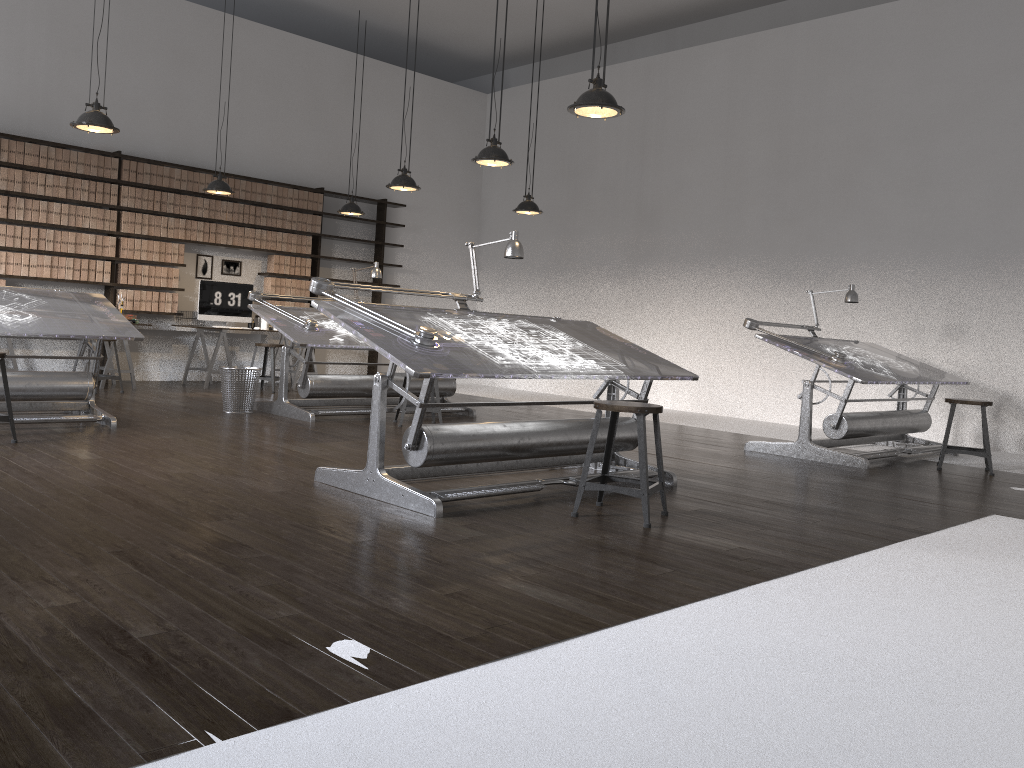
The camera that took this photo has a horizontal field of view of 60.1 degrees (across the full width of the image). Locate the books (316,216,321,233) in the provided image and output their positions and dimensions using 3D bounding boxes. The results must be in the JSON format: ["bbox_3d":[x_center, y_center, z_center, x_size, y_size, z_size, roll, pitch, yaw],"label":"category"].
[{"bbox_3d":[-2.475,-1.996,11.132,0.066,0.225,0.175,3,2,-44],"label":"books"}]

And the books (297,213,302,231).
[{"bbox_3d":[-2.670,-1.997,10.946,0.066,0.225,0.175,3,2,-44],"label":"books"}]

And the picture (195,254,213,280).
[{"bbox_3d":[-3.591,-1.365,10.331,0.201,0.284,0.022,2,1,-45],"label":"picture"}]

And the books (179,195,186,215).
[{"bbox_3d":[-3.724,-2.000,9.930,0.066,0.225,0.175,3,2,-44],"label":"books"}]

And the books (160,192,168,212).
[{"bbox_3d":[-3.877,-2.001,9.782,0.066,0.225,0.175,3,2,-44],"label":"books"}]

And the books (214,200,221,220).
[{"bbox_3d":[-3.430,-2.000,10.215,0.066,0.225,0.175,3,2,-44],"label":"books"}]

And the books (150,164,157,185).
[{"bbox_3d":[-3.956,-2.278,9.688,0.066,0.225,0.175,3,2,-44],"label":"books"}]

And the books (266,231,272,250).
[{"bbox_3d":[-2.974,-1.730,10.673,0.066,0.225,0.175,3,2,-44],"label":"books"}]

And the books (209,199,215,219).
[{"bbox_3d":[-3.479,-2.000,10.165,0.066,0.225,0.175,3,2,-44],"label":"books"}]

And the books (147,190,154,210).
[{"bbox_3d":[-3.984,-2.001,9.679,0.066,0.225,0.175,3,2,-44],"label":"books"}]

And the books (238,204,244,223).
[{"bbox_3d":[-3.228,-1.999,10.406,0.066,0.225,0.175,3,2,-44],"label":"books"}]

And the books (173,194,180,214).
[{"bbox_3d":[-3.775,-2.001,9.881,0.066,0.225,0.175,3,2,-44],"label":"books"}]

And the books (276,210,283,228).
[{"bbox_3d":[-2.863,-1.997,10.753,0.067,0.226,0.175,3,2,-44],"label":"books"}]

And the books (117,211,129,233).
[{"bbox_3d":[-4.180,-1.733,9.505,0.066,0.225,0.175,3,2,-44],"label":"books"}]

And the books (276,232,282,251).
[{"bbox_3d":[-2.870,-1.729,10.766,0.067,0.226,0.175,3,2,-44],"label":"books"}]

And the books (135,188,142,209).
[{"bbox_3d":[-4.072,-2.001,9.585,0.067,0.226,0.175,3,2,-44],"label":"books"}]

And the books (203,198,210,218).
[{"bbox_3d":[-3.527,-1.999,10.114,0.067,0.226,0.175,3,2,-44],"label":"books"}]

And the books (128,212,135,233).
[{"bbox_3d":[-4.131,-1.733,9.545,0.067,0.226,0.175,3,2,-44],"label":"books"}]

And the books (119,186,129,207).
[{"bbox_3d":[-4.179,-2.001,9.487,0.066,0.225,0.175,3,2,-44],"label":"books"}]

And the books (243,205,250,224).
[{"bbox_3d":[-3.176,-1.999,10.460,0.066,0.225,0.175,3,2,-44],"label":"books"}]

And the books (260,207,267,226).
[{"bbox_3d":[-3.014,-1.998,10.610,0.066,0.225,0.175,3,2,-44],"label":"books"}]

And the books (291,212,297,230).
[{"bbox_3d":[-2.718,-1.997,10.895,0.067,0.226,0.175,3,2,-44],"label":"books"}]

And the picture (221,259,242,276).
[{"bbox_3d":[-3.348,-1.384,10.562,0.251,0.183,0.023,1,2,-44],"label":"picture"}]

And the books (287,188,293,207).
[{"bbox_3d":[-2.757,-2.274,10.842,0.066,0.225,0.175,3,2,-44],"label":"books"}]

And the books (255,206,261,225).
[{"bbox_3d":[-3.068,-1.999,10.564,0.066,0.225,0.175,3,2,-44],"label":"books"}]

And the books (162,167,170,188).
[{"bbox_3d":[-3.852,-2.277,9.779,0.067,0.226,0.175,3,2,-44],"label":"books"}]

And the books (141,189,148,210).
[{"bbox_3d":[-4.030,-2.001,9.632,0.066,0.225,0.175,3,2,-44],"label":"books"}]

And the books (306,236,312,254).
[{"bbox_3d":[-2.574,-1.728,11.052,0.066,0.225,0.175,3,2,-44],"label":"books"}]

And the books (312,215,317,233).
[{"bbox_3d":[-2.522,-1.997,11.089,0.066,0.225,0.175,3,2,-44],"label":"books"}]

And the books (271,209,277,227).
[{"bbox_3d":[-2.915,-1.998,10.711,0.066,0.225,0.175,3,2,-44],"label":"books"}]

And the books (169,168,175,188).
[{"bbox_3d":[-3.807,-2.277,9.829,0.066,0.225,0.175,3,2,-44],"label":"books"}]

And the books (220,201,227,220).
[{"bbox_3d":[-3.377,-1.999,10.261,0.066,0.225,0.175,3,2,-44],"label":"books"}]

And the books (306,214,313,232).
[{"bbox_3d":[-2.566,-1.996,11.040,0.067,0.226,0.175,3,2,-44],"label":"books"}]

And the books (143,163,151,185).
[{"bbox_3d":[-4.004,-2.277,9.635,0.066,0.225,0.175,3,2,-44],"label":"books"}]

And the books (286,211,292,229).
[{"bbox_3d":[-2.771,-1.997,10.846,0.066,0.225,0.175,3,2,-44],"label":"books"}]

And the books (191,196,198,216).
[{"bbox_3d":[-3.627,-2.000,10.022,0.066,0.225,0.175,3,2,-44],"label":"books"}]

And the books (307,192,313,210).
[{"bbox_3d":[-2.555,-2.274,11.039,0.066,0.225,0.175,3,2,-44],"label":"books"}]

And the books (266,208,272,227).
[{"bbox_3d":[-2.966,-1.998,10.662,0.066,0.225,0.175,3,2,-44],"label":"books"}]

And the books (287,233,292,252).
[{"bbox_3d":[-2.775,-1.729,10.862,0.066,0.225,0.175,3,2,-44],"label":"books"}]

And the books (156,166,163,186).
[{"bbox_3d":[-3.905,-2.278,9.737,0.066,0.225,0.175,3,2,-44],"label":"books"}]

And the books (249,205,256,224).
[{"bbox_3d":[-3.118,-1.998,10.508,0.067,0.226,0.175,3,2,-44],"label":"books"}]

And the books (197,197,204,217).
[{"bbox_3d":[-3.580,-2.000,10.065,0.066,0.225,0.175,3,2,-44],"label":"books"}]

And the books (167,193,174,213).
[{"bbox_3d":[-3.823,-2.000,9.828,0.066,0.225,0.175,3,2,-44],"label":"books"}]

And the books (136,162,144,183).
[{"bbox_3d":[-4.058,-2.278,9.589,0.066,0.225,0.175,3,2,-44],"label":"books"}]

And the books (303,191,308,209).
[{"bbox_3d":[-2.608,-2.274,10.987,0.066,0.225,0.175,3,2,-44],"label":"books"}]

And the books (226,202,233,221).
[{"bbox_3d":[-3.323,-1.999,10.308,0.066,0.225,0.175,3,2,-44],"label":"books"}]

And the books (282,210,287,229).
[{"bbox_3d":[-2.818,-1.998,10.803,0.066,0.225,0.175,3,2,-44],"label":"books"}]

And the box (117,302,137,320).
[{"bbox_3d":[-4.069,-0.752,9.297,0.211,0.207,0.138,2,2,-44],"label":"box"}]

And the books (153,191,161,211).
[{"bbox_3d":[-3.927,-2.001,9.726,0.067,0.226,0.175,3,2,-44],"label":"books"}]

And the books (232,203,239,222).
[{"bbox_3d":[-3.271,-1.998,10.359,0.067,0.226,0.175,3,2,-44],"label":"books"}]

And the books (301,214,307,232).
[{"bbox_3d":[-2.621,-1.997,10.996,0.066,0.225,0.175,3,2,-44],"label":"books"}]

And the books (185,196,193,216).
[{"bbox_3d":[-3.671,-2.000,9.972,0.067,0.226,0.175,3,2,-44],"label":"books"}]

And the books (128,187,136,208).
[{"bbox_3d":[-4.124,-2.001,9.534,0.066,0.225,0.175,3,2,-44],"label":"books"}]

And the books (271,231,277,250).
[{"bbox_3d":[-2.923,-1.730,10.720,0.066,0.225,0.175,3,2,-44],"label":"books"}]

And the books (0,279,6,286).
[{"bbox_3d":[-5.051,-0.917,8.721,0.066,0.225,0.175,3,2,-44],"label":"books"}]
